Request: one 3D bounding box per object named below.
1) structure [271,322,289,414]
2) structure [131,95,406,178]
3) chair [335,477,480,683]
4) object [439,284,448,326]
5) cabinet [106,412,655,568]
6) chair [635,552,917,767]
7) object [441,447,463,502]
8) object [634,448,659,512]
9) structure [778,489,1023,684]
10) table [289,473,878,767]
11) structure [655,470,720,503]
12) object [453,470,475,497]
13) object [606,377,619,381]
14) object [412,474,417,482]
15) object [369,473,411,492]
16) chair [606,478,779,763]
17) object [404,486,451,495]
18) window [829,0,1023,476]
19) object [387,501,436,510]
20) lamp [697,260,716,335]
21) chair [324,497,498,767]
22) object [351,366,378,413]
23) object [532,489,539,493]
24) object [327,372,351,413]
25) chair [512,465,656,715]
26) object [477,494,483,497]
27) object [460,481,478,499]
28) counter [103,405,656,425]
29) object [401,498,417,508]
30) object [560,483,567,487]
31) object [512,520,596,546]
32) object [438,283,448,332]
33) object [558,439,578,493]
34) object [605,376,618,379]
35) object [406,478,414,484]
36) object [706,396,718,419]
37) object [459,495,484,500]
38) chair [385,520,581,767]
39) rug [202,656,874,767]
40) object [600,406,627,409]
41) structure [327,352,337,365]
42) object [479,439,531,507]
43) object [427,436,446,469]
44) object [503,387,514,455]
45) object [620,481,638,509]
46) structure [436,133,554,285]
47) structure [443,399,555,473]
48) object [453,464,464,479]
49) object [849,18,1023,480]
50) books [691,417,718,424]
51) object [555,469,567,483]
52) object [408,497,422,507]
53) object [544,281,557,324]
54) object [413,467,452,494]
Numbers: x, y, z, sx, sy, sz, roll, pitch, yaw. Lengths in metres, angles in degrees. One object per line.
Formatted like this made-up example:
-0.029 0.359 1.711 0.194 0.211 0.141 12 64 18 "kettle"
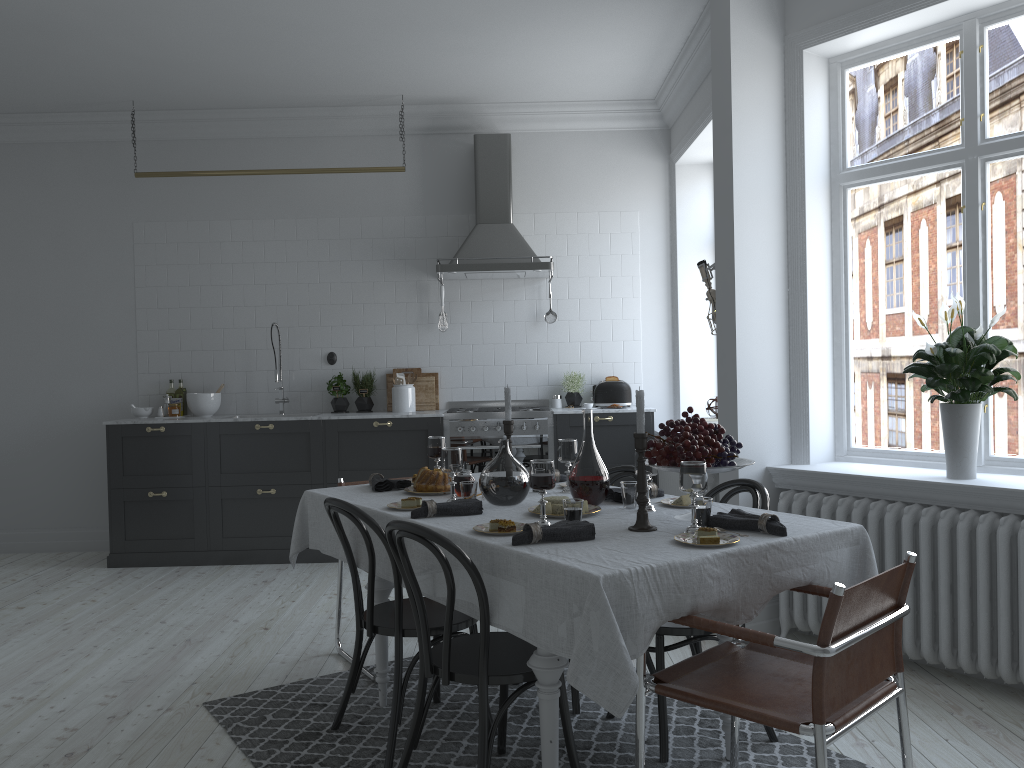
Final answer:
-1.751 -0.112 6.626 0.100 0.692 0.266 -1 1 0 "structure"
-1.773 -1.802 6.452 1.988 0.556 0.053 -1 1 0 "structure"
-0.493 0.867 4.155 0.546 0.837 0.593 -2 1 -29 "chair"
-0.531 -0.607 6.774 0.066 0.332 0.024 -1 1 5 "object"
-0.919 0.741 6.559 3.897 1.012 0.646 -1 1 0 "cabinet"
0.718 0.873 2.410 0.593 0.837 0.546 0 2 45 "chair"
-0.223 0.348 3.318 0.083 0.215 0.083 -1 1 4 "object"
0.471 0.336 3.096 0.083 0.215 0.083 -1 1 -5 "object"
1.838 0.886 3.683 0.245 0.753 1.710 -2 1 -37 "structure"
0.097 0.864 3.278 1.210 0.842 2.179 -2 1 -33 "table"
1.152 0.859 5.922 0.245 0.753 1.673 -1 1 0 "structure"
-0.192 0.397 3.550 0.091 0.101 0.091 0 2 45 "object"
0.758 0.000 6.705 0.107 0.110 0.010 -1 1 4 "object"
-0.422 0.424 4.002 0.038 0.041 0.057 -1 1 33 "object"
-0.578 0.424 3.814 0.247 0.061 0.165 0 1 39 "object"
0.662 0.822 3.267 0.564 0.909 0.463 -2 1 -22 "chair"
-0.323 0.441 3.684 0.251 0.018 0.251 -1 1 0 "object"
2.282 -0.624 3.691 0.061 2.080 2.079 -2 1 -38 "window"
-0.370 0.451 3.282 0.182 0.013 0.182 -1 1 15 "object"
1.080 -0.158 4.555 0.131 0.977 0.312 -2 1 -26 "lamp"
-0.396 0.846 3.276 0.564 0.909 0.463 -2 1 -37 "chair"
-1.126 0.033 6.732 0.186 0.367 0.196 0 2 45 "object"
0.104 0.393 3.605 0.066 0.094 0.066 -2 1 -12 "object"
-1.321 0.065 6.746 0.172 0.311 0.179 -1 1 11 "object"
0.322 0.820 3.735 0.564 0.909 0.463 -2 1 -37 "chair"
-0.141 0.431 3.444 0.031 0.031 0.167 -1 1 35 "object"
-0.158 0.406 3.246 0.066 0.094 0.066 -2 1 -12 "object"
-0.932 0.225 6.560 3.902 0.020 0.624 -1 1 0 "counter"
-0.381 0.439 3.272 0.057 0.037 0.021 -2 1 -10 "object"
0.291 0.427 3.720 0.182 0.013 0.182 -1 1 0 "object"
0.134 0.431 2.586 0.165 0.061 0.247 0 1 39 "object"
-0.528 -0.582 6.742 0.074 0.381 0.076 -2 1 -20 "object"
0.227 0.332 3.578 0.083 0.215 0.083 -1 1 4 "object"
0.764 -0.006 6.782 0.107 0.110 0.010 -1 1 4 "object"
-0.393 0.438 3.993 0.182 0.013 0.182 -1 1 0 "object"
1.360 0.156 5.878 0.147 0.148 0.147 -2 1 -9 "object"
-0.131 0.444 3.461 0.075 0.009 0.150 -1 1 35 "object"
-0.102 0.849 2.786 0.564 0.909 0.463 -2 1 -42 "chair"
0.016 1.279 3.198 1.701 0.021 2.166 -2 1 -32 "rug"
0.744 0.173 6.480 0.209 0.011 0.209 0 1 38 "object"
-1.392 -0.197 6.846 0.079 0.103 0.032 -1 1 0 "structure"
-0.027 0.328 3.288 0.194 0.245 0.194 -2 1 -17 "object"
-0.327 0.339 3.880 0.083 0.215 0.083 -1 1 4 "object"
-0.013 0.228 3.533 0.089 0.432 0.089 -1 1 22 "object"
0.417 0.395 3.146 0.066 0.094 0.066 -1 1 11 "object"
-0.133 -1.301 6.561 0.843 1.079 0.567 -1 1 0 "structure"
-0.087 0.680 6.561 0.779 1.096 0.651 -1 1 0 "structure"
-0.240 0.397 3.836 0.066 0.094 0.066 -2 1 -12 "object"
-10.040 -0.700 2.075 72.085 19.432 33.873 -2 1 -35 "object"
1.327 0.249 5.868 0.259 0.038 0.325 -1 1 2 "books"
0.108 0.406 3.877 0.165 0.061 0.247 0 1 39 "object"
-0.363 0.438 3.301 0.057 0.037 0.021 -1 1 18 "object"
0.293 -0.626 6.770 0.101 0.331 0.030 -1 1 10 "object"
-0.333 0.400 3.677 0.191 0.105 0.164 -1 1 19 "object"
